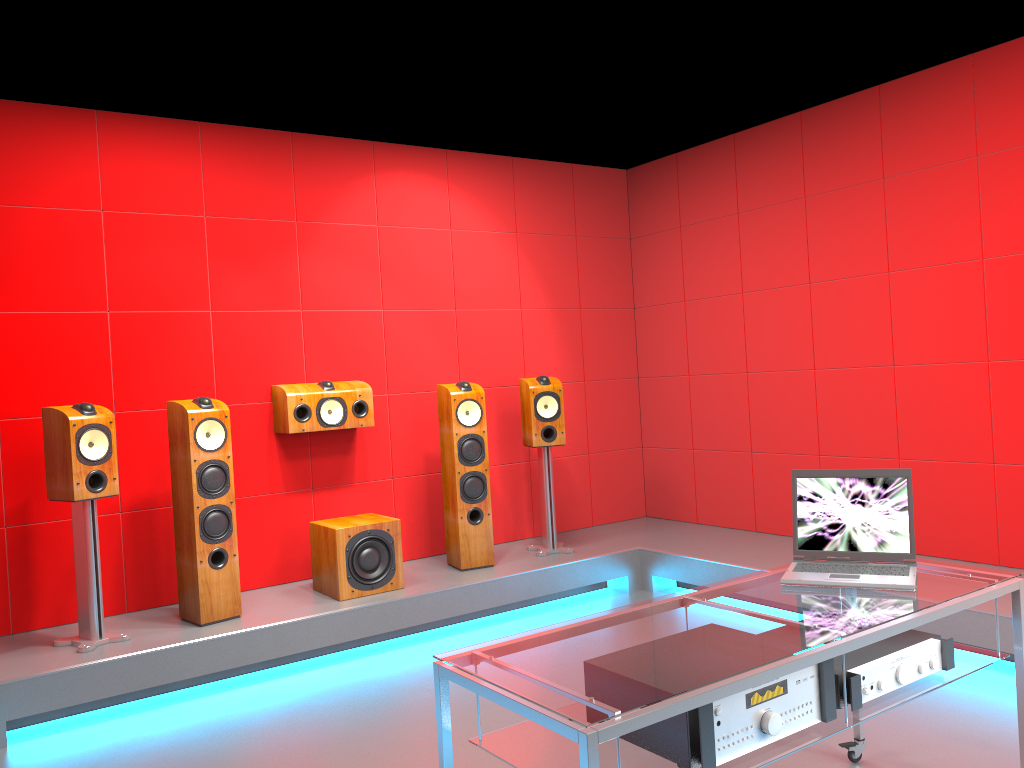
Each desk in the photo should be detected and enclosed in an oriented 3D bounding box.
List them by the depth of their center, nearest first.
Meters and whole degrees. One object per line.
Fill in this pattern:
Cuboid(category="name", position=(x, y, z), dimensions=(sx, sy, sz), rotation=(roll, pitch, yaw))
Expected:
Cuboid(category="desk", position=(0.611, 0.913, 2.212), dimensions=(1.617, 0.690, 0.594), rotation=(-4, 1, -34))

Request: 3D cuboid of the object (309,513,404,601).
Cuboid(category="object", position=(-0.810, 0.893, 4.630), dimensions=(0.360, 0.360, 0.360), rotation=(-4, 1, -34))

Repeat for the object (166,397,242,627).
Cuboid(category="object", position=(-1.457, 0.587, 4.200), dimensions=(0.203, 1.052, 0.238), rotation=(-4, 1, -44))

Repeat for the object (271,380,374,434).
Cuboid(category="object", position=(-1.039, 0.116, 4.892), dimensions=(0.493, 0.271, 0.235), rotation=(-4, 1, -34))

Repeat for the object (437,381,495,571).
Cuboid(category="object", position=(-0.264, 0.511, 5.048), dimensions=(0.203, 1.052, 0.238), rotation=(-4, 0, -24))

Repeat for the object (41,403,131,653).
Cuboid(category="object", position=(-1.882, 0.611, 3.907), dimensions=(0.265, 1.058, 0.231), rotation=(-3, 1, 36))

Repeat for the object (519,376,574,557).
Cuboid(category="object", position=(0.200, 0.479, 5.341), dimensions=(0.231, 1.058, 0.265), rotation=(-3, 0, -14))

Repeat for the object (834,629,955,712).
Cuboid(category="object", position=(0.858, 0.717, 2.312), dimensions=(0.435, 0.092, 0.365), rotation=(-4, 1, -34))

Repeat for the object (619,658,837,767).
Cuboid(category="object", position=(0.452, 0.710, 2.030), dimensions=(0.431, 0.158, 0.371), rotation=(-4, 1, -34))

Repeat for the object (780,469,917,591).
Cuboid(category="object", position=(0.953, 0.403, 2.513), dimensions=(0.342, 0.285, 0.340), rotation=(-3, 0, 26))
